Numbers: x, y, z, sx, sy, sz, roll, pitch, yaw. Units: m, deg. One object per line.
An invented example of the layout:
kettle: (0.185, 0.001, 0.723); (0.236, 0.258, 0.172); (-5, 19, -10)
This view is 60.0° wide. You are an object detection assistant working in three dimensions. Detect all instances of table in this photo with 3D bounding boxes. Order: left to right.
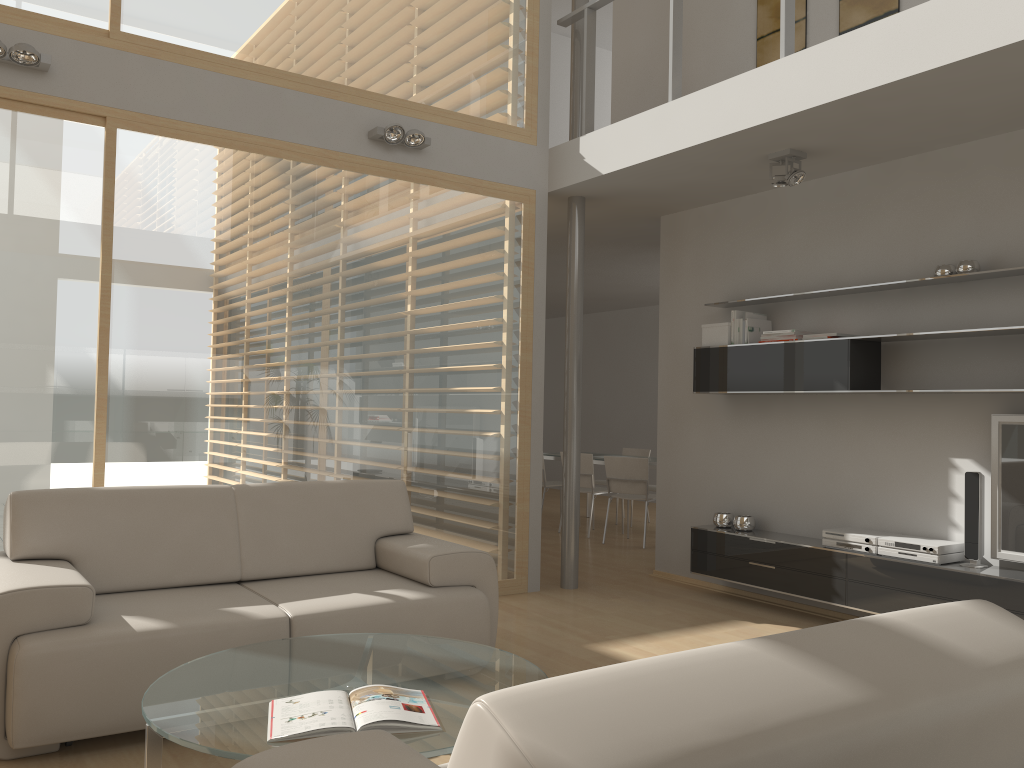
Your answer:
table: (-0.481, 1.092, 2.693); (1.198, 0.370, 1.198); (2, -2, -17)
table: (1.130, 1.134, 9.152); (0.900, 0.746, 2.199); (2, -2, -34)

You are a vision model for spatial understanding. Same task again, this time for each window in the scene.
window: (-3.138, -0.097, 3.759); (2.525, 2.500, 0.020); (2, -2, -34)
window: (-3.078, -2.945, 3.847); (2.525, 2.200, 0.020); (2, -2, -34)
window: (-0.998, -0.008, 5.189); (2.525, 2.500, 0.020); (2, -2, -34)
window: (-0.938, -2.856, 5.277); (2.525, 2.200, 0.020); (2, -2, -34)

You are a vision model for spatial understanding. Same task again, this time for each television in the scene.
television: (2.817, 0.512, 4.031); (0.096, 0.735, 1.224); (2, -2, -34)

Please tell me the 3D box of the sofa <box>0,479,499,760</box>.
sofa: (-1.156, 0.874, 3.840); (2.093, 0.846, 1.168); (2, -2, -34)

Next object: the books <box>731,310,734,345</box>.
books: (1.523, -0.360, 5.817); (0.230, 0.227, 0.017); (2, -2, -34)

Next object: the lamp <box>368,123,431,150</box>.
lamp: (-0.660, -1.478, 5.318); (0.360, 0.110, 0.183); (2, -2, -34)

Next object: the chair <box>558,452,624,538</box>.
chair: (0.794, 1.088, 8.858); (0.501, 0.807, 0.455); (3, -2, -39)

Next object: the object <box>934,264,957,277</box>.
object: (2.331, -0.602, 4.771); (0.115, 0.081, 0.115); (0, -2, 36)

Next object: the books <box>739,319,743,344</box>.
books: (1.566, -0.332, 5.763); (0.230, 0.169, 0.027); (2, -2, -34)

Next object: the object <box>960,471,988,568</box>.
object: (2.372, 0.692, 4.554); (0.116, 0.483, 0.111); (3, -2, -38)

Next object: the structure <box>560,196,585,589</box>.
structure: (0.423, 0.052, 6.143); (0.121, 2.700, 0.122); (0, -2, 44)

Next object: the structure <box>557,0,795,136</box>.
structure: (1.855, -2.089, 3.887); (0.080, 0.900, 5.400); (2, -2, -34)

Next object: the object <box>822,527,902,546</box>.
object: (1.986, 0.868, 5.048); (0.262, 0.049, 0.349); (2, -2, -34)

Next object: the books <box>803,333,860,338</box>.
books: (1.891, -0.280, 5.246); (0.227, 0.017, 0.230); (2, -2, -34)

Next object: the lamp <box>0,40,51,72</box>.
lamp: (-2.364, -1.556, 4.155); (0.360, 0.080, 0.182); (2, -2, -34)

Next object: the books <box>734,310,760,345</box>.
books: (1.539, -0.360, 5.806); (0.230, 0.227, 0.017); (2, -2, -34)

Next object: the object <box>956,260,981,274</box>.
object: (2.379, -0.605, 4.626); (0.115, 0.081, 0.115); (0, -2, 36)

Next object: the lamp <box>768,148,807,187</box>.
lamp: (1.565, -1.211, 5.034); (0.150, 0.195, 0.214); (2, -2, -34)

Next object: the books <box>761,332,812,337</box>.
books: (1.708, -0.299, 5.492); (0.190, 0.015, 0.254); (2, -2, -33)

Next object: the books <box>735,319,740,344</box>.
books: (1.544, -0.331, 5.782); (0.230, 0.169, 0.027); (2, -2, -34)

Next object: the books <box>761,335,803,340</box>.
books: (1.705, -0.284, 5.499); (0.190, 0.015, 0.254); (3, -2, -38)

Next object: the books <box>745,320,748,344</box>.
books: (1.579, -0.326, 5.724); (0.207, 0.156, 0.009); (2, -2, -34)

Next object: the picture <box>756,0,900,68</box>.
picture: (2.140, -2.877, 5.309); (0.010, 1.800, 1.684); (2, -2, -34)

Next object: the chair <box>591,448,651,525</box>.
chair: (1.221, 1.129, 9.914); (0.501, 0.807, 0.455); (2, -2, -34)

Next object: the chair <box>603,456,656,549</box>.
chair: (1.158, 1.077, 8.253); (0.455, 0.807, 0.501); (0, -2, 36)

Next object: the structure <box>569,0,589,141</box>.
structure: (0.483, -2.796, 6.231); (0.121, 2.400, 0.122); (0, -2, 44)

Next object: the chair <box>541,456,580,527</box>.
chair: (0.413, 1.098, 9.461); (0.501, 0.807, 0.455); (2, -2, -24)

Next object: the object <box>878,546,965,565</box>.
object: (2.190, 0.912, 4.757); (0.250, 0.049, 0.349); (2, -2, -34)

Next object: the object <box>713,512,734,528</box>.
object: (1.416, 0.911, 5.932); (0.143, 0.091, 0.143); (1, -2, -2)

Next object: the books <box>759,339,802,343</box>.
books: (1.713, -0.259, 5.487); (0.210, 0.013, 0.297); (2, -2, -34)

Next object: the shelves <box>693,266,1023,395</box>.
shelves: (2.535, -0.114, 4.300); (0.300, 0.914, 4.236); (2, -2, -34)

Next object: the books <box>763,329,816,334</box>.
books: (1.721, -0.315, 5.497); (0.230, 0.017, 0.227); (3, -2, -39)

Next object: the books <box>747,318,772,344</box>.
books: (1.599, -0.332, 5.719); (0.230, 0.169, 0.023); (2, -2, -34)

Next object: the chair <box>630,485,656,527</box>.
chair: (1.591, 1.121, 9.389); (0.501, 0.807, 0.455); (2, -2, -34)

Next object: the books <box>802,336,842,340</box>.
books: (1.887, -0.263, 5.258); (0.254, 0.015, 0.190); (2, -2, -28)

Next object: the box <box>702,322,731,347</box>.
box: (1.428, -0.320, 5.903); (0.232, 0.149, 0.232); (2, -2, -34)

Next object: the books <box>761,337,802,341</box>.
books: (1.712, -0.271, 5.491); (0.190, 0.011, 0.268); (2, -2, -33)

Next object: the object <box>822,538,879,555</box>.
object: (1.985, 0.916, 5.047); (0.262, 0.049, 0.349); (2, -2, -34)

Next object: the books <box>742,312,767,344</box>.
books: (1.570, -0.352, 5.737); (0.207, 0.210, 0.021); (2, -2, -34)

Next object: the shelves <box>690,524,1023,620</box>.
shelves: (2.510, 1.084, 4.263); (0.300, 0.312, 4.236); (2, -2, -34)

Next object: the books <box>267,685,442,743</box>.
books: (-0.431, 0.880, 2.397); (0.440, 0.037, 0.297); (2, -2, -14)

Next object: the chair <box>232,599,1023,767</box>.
chair: (0.319, 0.837, 1.662); (1.562, 0.846, 1.165); (2, -2, -34)

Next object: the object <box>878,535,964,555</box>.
object: (2.186, 0.863, 4.755); (0.262, 0.049, 0.349); (2, -2, -34)

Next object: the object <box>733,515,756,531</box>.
object: (1.516, 0.908, 5.786); (0.143, 0.091, 0.143); (1, -2, -2)
